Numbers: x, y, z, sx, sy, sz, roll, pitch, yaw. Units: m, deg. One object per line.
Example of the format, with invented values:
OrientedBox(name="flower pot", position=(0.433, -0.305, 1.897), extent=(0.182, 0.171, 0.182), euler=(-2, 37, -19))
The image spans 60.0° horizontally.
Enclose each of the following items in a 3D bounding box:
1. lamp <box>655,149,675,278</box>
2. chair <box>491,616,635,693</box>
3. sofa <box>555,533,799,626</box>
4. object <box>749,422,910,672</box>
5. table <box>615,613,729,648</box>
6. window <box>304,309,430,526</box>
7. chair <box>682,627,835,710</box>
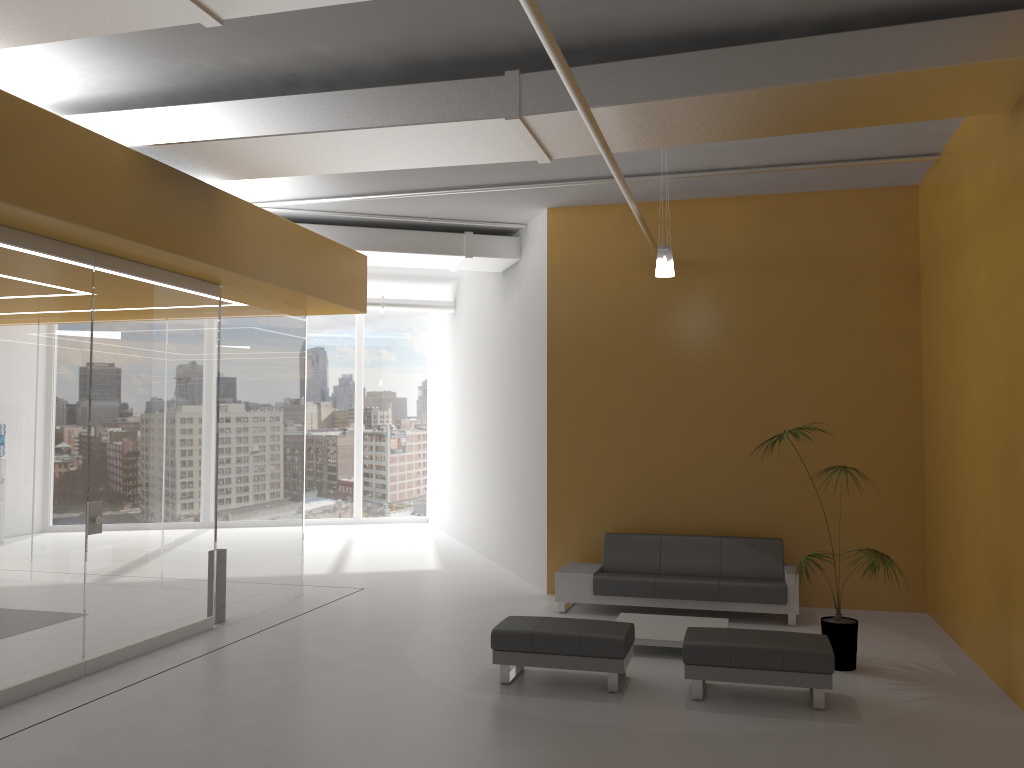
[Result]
OrientedBox(name="lamp", position=(1.378, -1.582, 8.011), extent=(0.174, 1.227, 0.174), euler=(2, -4, -34))
OrientedBox(name="chair", position=(0.396, 2.032, 6.731), extent=(1.012, 0.423, 0.575), euler=(-1, -3, 15))
OrientedBox(name="sofa", position=(1.700, 1.992, 9.215), extent=(2.400, 0.761, 0.860), euler=(-1, -3, 15))
OrientedBox(name="object", position=(2.523, 1.290, 7.141), extent=(0.912, 1.956, 1.222), euler=(2, -4, -34))
OrientedBox(name="table", position=(1.393, 2.227, 7.850), extent=(1.000, 0.150, 1.000), euler=(-1, -3, 15))
OrientedBox(name="window", position=(-4.439, 0.523, 17.395), extent=(8.533, 4.498, 0.100), euler=(1, -3, -15))
OrientedBox(name="chair", position=(1.751, 2.015, 6.347), extent=(1.012, 0.423, 0.575), euler=(-1, -3, 15))
